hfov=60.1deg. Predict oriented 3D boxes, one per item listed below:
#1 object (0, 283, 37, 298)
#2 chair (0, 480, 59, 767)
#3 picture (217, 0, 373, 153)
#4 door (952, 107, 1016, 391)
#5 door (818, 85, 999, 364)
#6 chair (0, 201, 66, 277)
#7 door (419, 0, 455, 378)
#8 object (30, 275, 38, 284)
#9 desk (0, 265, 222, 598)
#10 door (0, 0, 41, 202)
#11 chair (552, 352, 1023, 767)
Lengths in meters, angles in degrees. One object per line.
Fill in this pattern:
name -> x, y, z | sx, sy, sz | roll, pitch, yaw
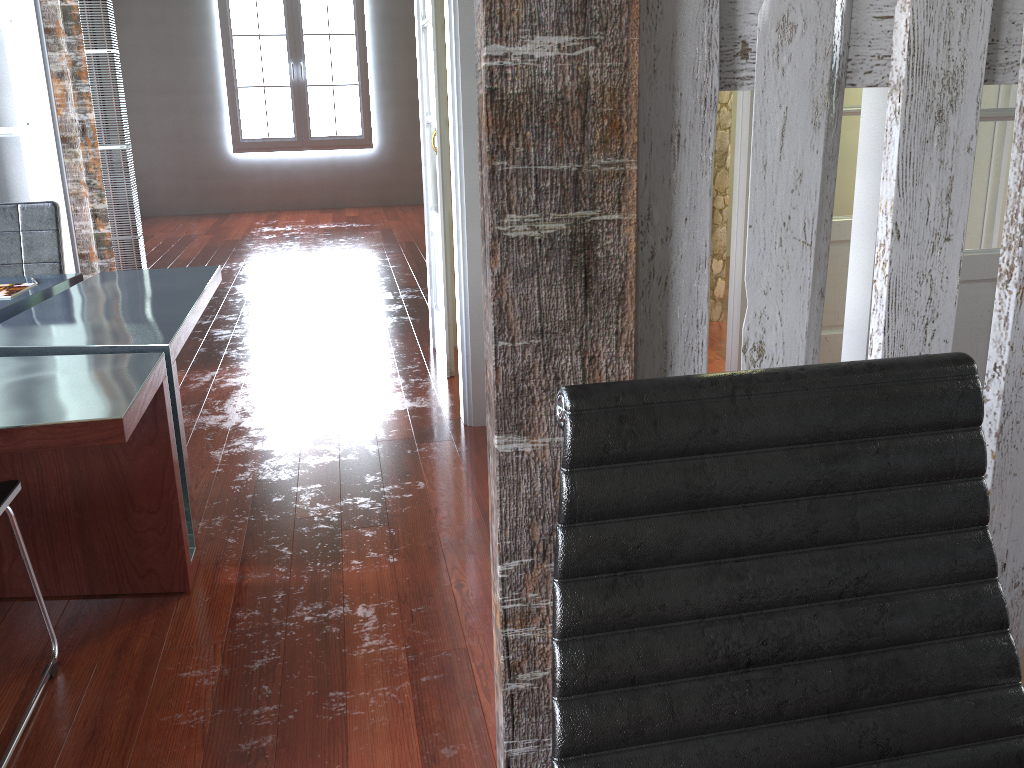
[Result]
object -> -1.825, -0.311, 3.020 | 0.307, 0.012, 0.227 | -3, 18, -6
chair -> -1.259, 0.325, 1.683 | 0.475, 0.906, 0.610 | -4, 17, -10
picture -> -2.416, -3.627, 9.935 | 1.581, 1.960, 0.129 | -4, 16, -11
door -> 1.737, -0.756, 2.921 | 1.077, 2.056, 0.041 | -4, 16, -11
door -> 1.558, -1.017, 3.727 | 1.077, 2.056, 0.041 | -4, 16, -11
chair -> -1.883, -0.164, 3.211 | 0.475, 0.906, 0.610 | -4, 17, -10
door -> -0.246, -1.036, 3.754 | 0.485, 2.151, 1.198 | -13, 20, -35
object -> -1.727, -0.377, 3.199 | 0.011, 0.011, 0.150 | -13, 21, -33
desk -> -1.663, 0.173, 2.572 | 1.446, 0.644, 1.737 | -5, 18, -10
door -> -2.580, -0.979, 3.742 | 1.161, 2.150, 0.041 | -4, 16, -11
chair -> 0.294, 0.559, 0.700 | 0.666, 1.008, 0.708 | -6, 17, -16
